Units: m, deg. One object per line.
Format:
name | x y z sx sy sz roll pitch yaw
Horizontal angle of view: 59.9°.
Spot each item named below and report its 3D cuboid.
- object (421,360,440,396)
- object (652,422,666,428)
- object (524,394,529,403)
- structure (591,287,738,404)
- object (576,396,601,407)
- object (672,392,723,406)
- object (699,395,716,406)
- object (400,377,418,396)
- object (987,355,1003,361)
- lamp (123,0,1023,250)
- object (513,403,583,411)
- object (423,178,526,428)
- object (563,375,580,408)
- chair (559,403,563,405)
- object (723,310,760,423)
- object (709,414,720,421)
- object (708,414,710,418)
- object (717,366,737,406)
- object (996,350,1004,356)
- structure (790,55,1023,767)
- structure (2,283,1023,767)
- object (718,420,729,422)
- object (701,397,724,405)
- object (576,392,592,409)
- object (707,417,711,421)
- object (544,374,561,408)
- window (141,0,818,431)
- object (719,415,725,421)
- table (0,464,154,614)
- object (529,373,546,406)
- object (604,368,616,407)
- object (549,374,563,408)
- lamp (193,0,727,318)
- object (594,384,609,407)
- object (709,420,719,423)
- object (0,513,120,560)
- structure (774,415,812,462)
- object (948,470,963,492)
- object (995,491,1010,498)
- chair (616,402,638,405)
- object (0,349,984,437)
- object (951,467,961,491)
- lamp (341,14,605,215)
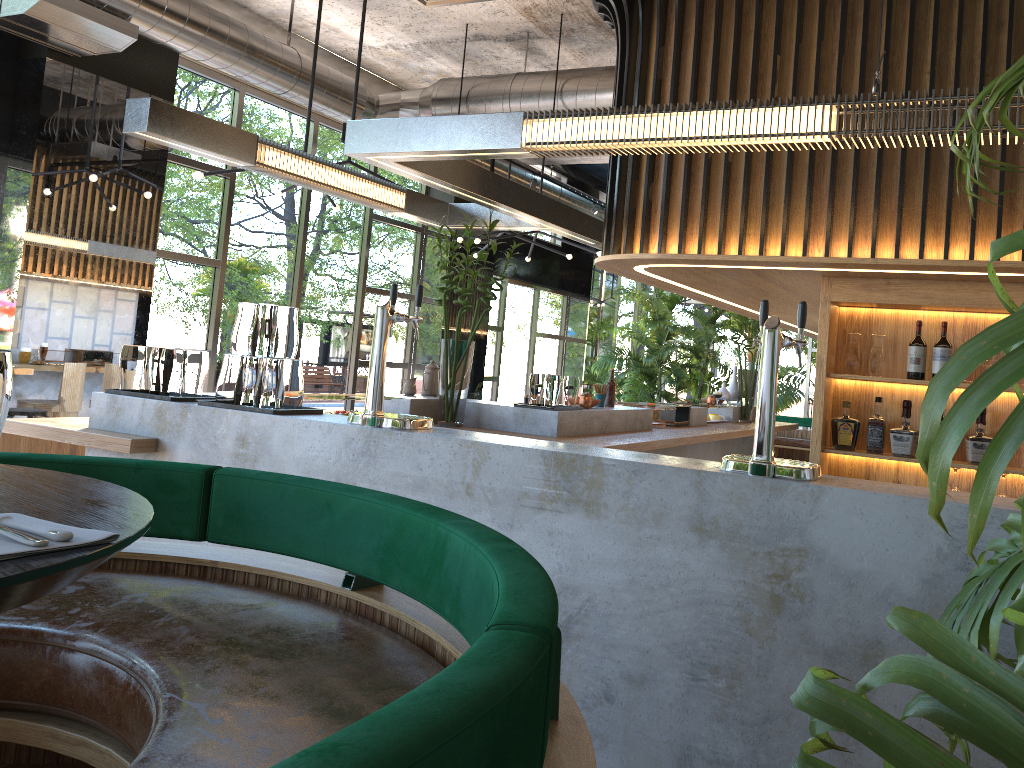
object | -0.531 -0.040 5.840 0.119 0.235 0.213 5 -1 -3
object | 1.042 0.311 6.879 0.311 0.037 0.286 4 2 -34
object | 0.124 0.176 5.749 0.170 0.215 0.067 6 -3 -38
structure | 2.574 -0.363 14.385 2.387 3.447 2.712 4 -2 13
object | 0.498 0.118 6.020 0.235 0.073 0.186 4 1 -43
object | 1.676 0.127 8.099 0.203 0.135 0.833 5 1 35
object | 1.833 0.148 8.314 0.157 0.107 0.088 5 -1 -17
object | -0.654 0.012 5.664 0.096 0.120 0.090 4 -2 36
object | 2.292 -0.153 4.196 0.085 0.092 0.092 4 -1 31
lamp | 2.068 -1.910 6.234 4.824 2.137 6.943 5 1 22
object | 0.227 0.141 5.461 0.263 0.019 0.452 5 2 28
object | -0.273 -0.516 5.366 0.646 1.555 0.606 3 -3 33
object | 0.366 0.054 5.545 0.108 0.210 0.102 6 -3 -18
chair | 0.586 0.677 8.126 0.570 0.972 0.522 7 -3 -39
object | 2.330 -0.397 8.813 0.604 1.555 0.649 6 -3 -24
object | 1.922 0.318 8.467 0.131 0.068 0.137 5 1 28
object | 1.792 0.313 8.257 0.131 0.068 0.138 5 1 30
object | 2.158 0.016 8.874 0.323 0.399 0.312 5 -2 -14
object | 2.294 -0.179 4.197 0.085 0.092 0.092 4 -1 31
structure | 1.470 -0.242 1.048 2.005 3.144 3.012 3 -2 39
structure | 2.105 0.631 5.784 5.642 1.734 7.365 5 1 28
object | 1.921 0.345 8.477 0.236 0.017 0.251 5 2 26
object | 1.965 0.166 8.674 0.235 0.073 0.186 4 1 -43
object | 0.448 0.103 5.807 0.157 0.107 0.088 5 -1 -17
object | 1.744 0.316 8.191 0.169 0.058 0.087 5 0 24
object | 0.239 0.050 5.322 0.108 0.210 0.102 6 -3 -18
window | -0.282 -2.024 8.206 4.000 6.510 21.035 4 1 29
object | 1.986 0.326 8.529 0.068 0.057 0.138 5 0 -44
table | -1.051 0.519 0.985 1.080 0.753 1.118 5 0 13
object | 0.151 0.041 5.378 0.108 0.210 0.102 6 -3 -18
object | 0.715 0.024 6.412 0.077 0.277 0.072 6 -3 -26
object | 0.257 0.048 5.451 0.109 0.210 0.101 6 -3 -28
lamp | 1.004 -2.189 7.888 4.914 1.827 19.532 5 2 29
object | 0.622 0.078 6.258 0.106 0.162 0.104 6 -2 -28
object | 1.788 0.341 8.243 0.235 0.017 0.252 6 2 28
object | -0.609 0.167 1.039 0.246 0.019 0.163 5 2 27
structure | 0.469 0.541 7.594 5.826 1.552 20.783 5 2 29
object | 2.173 0.519 4.350 0.093 0.246 0.092 5 -3 -1
object | 2.354 0.536 4.262 0.093 0.246 0.092 5 -3 -1
chair | 1.353 0.701 9.546 0.523 0.972 0.569 3 -3 38
object | 0.726 -0.013 2.739 0.101 0.503 4.329 2 -1 44
object | 2.115 0.517 4.245 0.096 0.246 0.088 7 -3 -34
lamp | 2.301 -2.360 12.213 3.661 1.534 10.364 5 1 26
